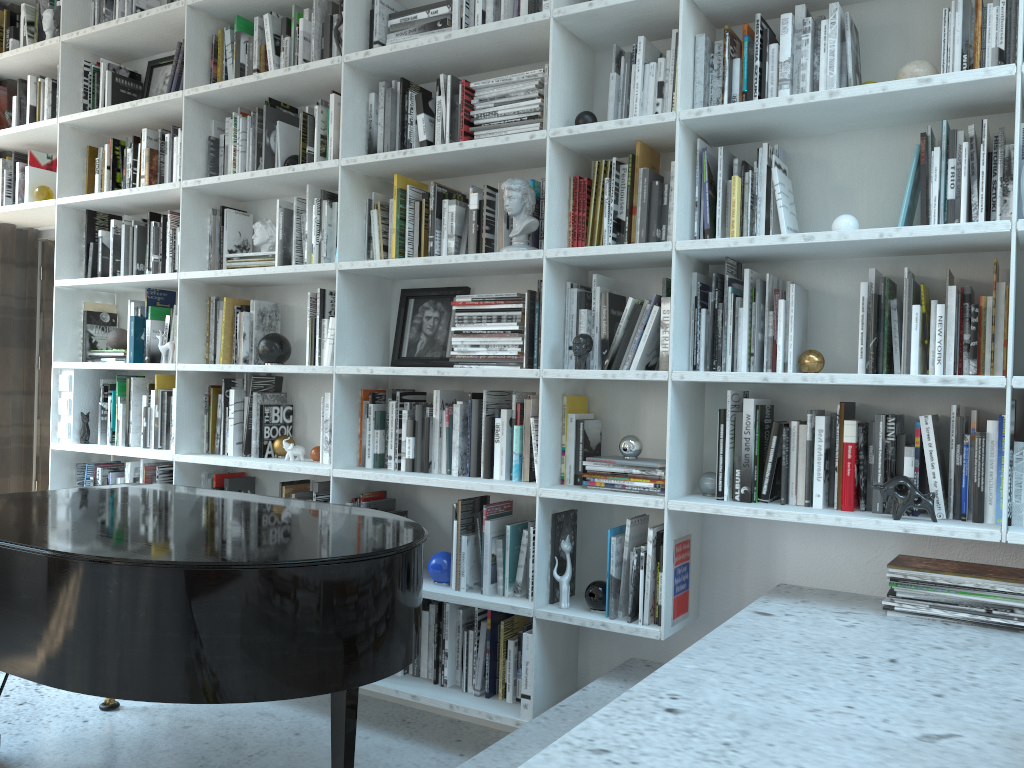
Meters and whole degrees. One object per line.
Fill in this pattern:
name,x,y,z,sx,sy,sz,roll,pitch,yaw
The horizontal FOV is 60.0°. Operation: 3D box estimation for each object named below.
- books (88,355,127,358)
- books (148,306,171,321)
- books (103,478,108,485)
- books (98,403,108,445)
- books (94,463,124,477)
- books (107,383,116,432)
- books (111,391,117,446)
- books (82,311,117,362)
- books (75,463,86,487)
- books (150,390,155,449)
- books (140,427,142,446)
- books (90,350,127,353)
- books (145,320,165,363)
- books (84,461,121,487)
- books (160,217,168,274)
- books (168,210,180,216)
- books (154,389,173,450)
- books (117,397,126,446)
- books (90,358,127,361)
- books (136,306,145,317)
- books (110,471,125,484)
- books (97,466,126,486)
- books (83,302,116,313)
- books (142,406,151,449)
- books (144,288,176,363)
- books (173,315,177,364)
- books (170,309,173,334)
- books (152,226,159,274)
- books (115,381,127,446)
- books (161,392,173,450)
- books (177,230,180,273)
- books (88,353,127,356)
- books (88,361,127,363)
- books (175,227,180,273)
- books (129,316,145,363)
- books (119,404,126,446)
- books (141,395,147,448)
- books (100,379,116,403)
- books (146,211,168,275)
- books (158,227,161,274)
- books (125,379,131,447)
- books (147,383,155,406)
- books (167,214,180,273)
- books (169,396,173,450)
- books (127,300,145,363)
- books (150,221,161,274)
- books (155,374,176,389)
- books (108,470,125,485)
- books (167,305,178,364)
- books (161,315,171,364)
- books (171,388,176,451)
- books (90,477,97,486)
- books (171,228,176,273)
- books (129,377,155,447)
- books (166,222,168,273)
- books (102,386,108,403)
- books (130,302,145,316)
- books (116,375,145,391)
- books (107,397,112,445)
books,-1.798,-0.122,4.088,0.254,0.012,0.161,1,0,28
books,-1.530,-0.210,3.916,0.011,0.250,0.172,2,0,31
books,-1.774,0.537,4.046,0.028,0.223,0.189,2,0,31
books,-1.800,0.180,4.053,0.019,0.189,0.193,2,0,31
books,-1.883,0.509,4.138,0.010,0.273,0.150,2,0,31
books,-1.777,0.135,4.064,0.008,0.280,0.164,2,0,31
books,-1.734,0.154,4.023,0.009,0.244,0.184,2,0,31
books,-1.938,-0.217,4.168,0.028,0.243,0.156,2,0,31
books,-1.951,0.505,4.145,0.011,0.277,0.189,2,0,31
books,-1.510,0.155,3.908,0.026,0.254,0.176,2,0,31
books,-1.592,0.165,3.976,0.045,0.230,0.138,2,0,31
books,-1.795,-0.146,4.092,0.254,0.012,0.161,1,0,32
books,-1.520,-0.180,3.895,0.029,0.190,0.189,2,0,31
books,-1.920,0.503,4.137,0.052,0.283,0.172,2,0,31
books,-1.484,-0.587,3.905,0.012,0.272,0.145,2,0,31
books,-1.466,-0.603,3.913,0.011,0.304,0.130,2,0,31
books,-1.476,0.152,3.875,0.028,0.260,0.181,2,0,31
books,-1.694,0.168,4.006,0.015,0.219,0.190,2,0,31
books,-1.796,-0.110,4.092,0.254,0.012,0.161,1,0,32
books,-1.620,-0.215,3.987,0.031,0.255,0.143,2,0,31
books,-1.747,0.523,4.028,0.010,0.252,0.177,2,0,31
books,-1.834,0.514,4.091,0.029,0.266,0.171,2,0,31
books,-1.949,-0.238,4.187,0.012,0.285,0.159,2,0,31
books,-1.540,0.190,3.913,0.029,0.181,0.190,2,0,31
books,-1.574,-0.254,3.965,0.011,0.336,0.153,2,0,31
books,-1.377,-0.185,3.824,0.030,0.207,0.172,2,0,31
books,-1.436,-0.203,3.884,0.013,0.242,0.141,2,0,31
books,-1.510,-0.567,3.912,0.013,0.229,0.177,2,0,31
books,-1.706,0.134,4.006,0.007,0.286,0.182,2,0,31
books,-1.450,0.159,3.865,0.028,0.249,0.159,2,0,31
books,-1.379,-0.550,3.842,0.013,0.203,0.161,2,0,31
books,-1.799,-0.134,4.086,0.285,0.012,0.159,1,0,35
books,-1.798,-0.098,4.088,0.285,0.012,0.159,1,0,34
books,-1.400,-0.560,3.867,0.021,0.221,0.148,2,0,31
books,-1.610,-0.191,3.946,0.029,0.208,0.189,2,0,31
books,-1.683,0.183,3.994,0.016,0.189,0.183,2,0,31
books,-1.570,0.165,3.943,0.027,0.230,0.159,2,0,31
books,-1.824,0.127,4.099,0.014,0.294,0.171,2,0,31
books,-1.555,-0.603,3.943,0.013,0.300,0.151,2,0,31
books,-1.493,-0.565,3.916,0.013,0.228,0.151,2,0,31
books,-1.645,0.128,3.972,0.019,0.300,0.180,2,0,31
books,-1.552,0.140,3.931,0.014,0.282,0.150,2,0,31
books,-1.434,-0.588,3.866,0.015,0.275,0.157,2,0,31
books,-1.420,0.169,3.865,0.025,0.229,0.153,2,0,31
books,-1.662,-0.231,4.004,0.012,0.285,0.159,2,0,31
books,-1.536,-0.581,3.943,0.021,0.256,0.156,2,0,31
books,-1.492,0.121,3.895,0.021,0.323,0.172,2,0,31
books,-1.755,0.520,4.038,0.013,0.257,0.189,2,0,31
books,-1.411,-0.210,3.853,0.060,0.255,0.158,2,0,31
books,-1.466,-0.190,3.902,0.056,0.214,0.142,2,0,31
books,-1.380,0.152,3.819,0.021,0.265,0.185,2,0,31
books,-1.860,0.536,4.099,0.022,0.220,0.187,2,0,31
books,-1.417,-0.558,3.871,0.012,0.217,0.160,2,0,31
books,-1.625,0.126,3.974,0.012,0.306,0.189,2,0,31
books,-1.460,-0.577,3.903,0.011,0.252,0.139,2,0,31
books,-1.802,0.142,4.073,0.007,0.264,0.177,2,0,31
books,-1.648,-0.224,3.994,0.024,0.273,0.150,2,0,31
books,-1.743,0.118,4.047,0.006,0.315,0.145,2,0,31
books,-1.759,0.167,4.045,0.015,0.217,0.180,2,0,31
